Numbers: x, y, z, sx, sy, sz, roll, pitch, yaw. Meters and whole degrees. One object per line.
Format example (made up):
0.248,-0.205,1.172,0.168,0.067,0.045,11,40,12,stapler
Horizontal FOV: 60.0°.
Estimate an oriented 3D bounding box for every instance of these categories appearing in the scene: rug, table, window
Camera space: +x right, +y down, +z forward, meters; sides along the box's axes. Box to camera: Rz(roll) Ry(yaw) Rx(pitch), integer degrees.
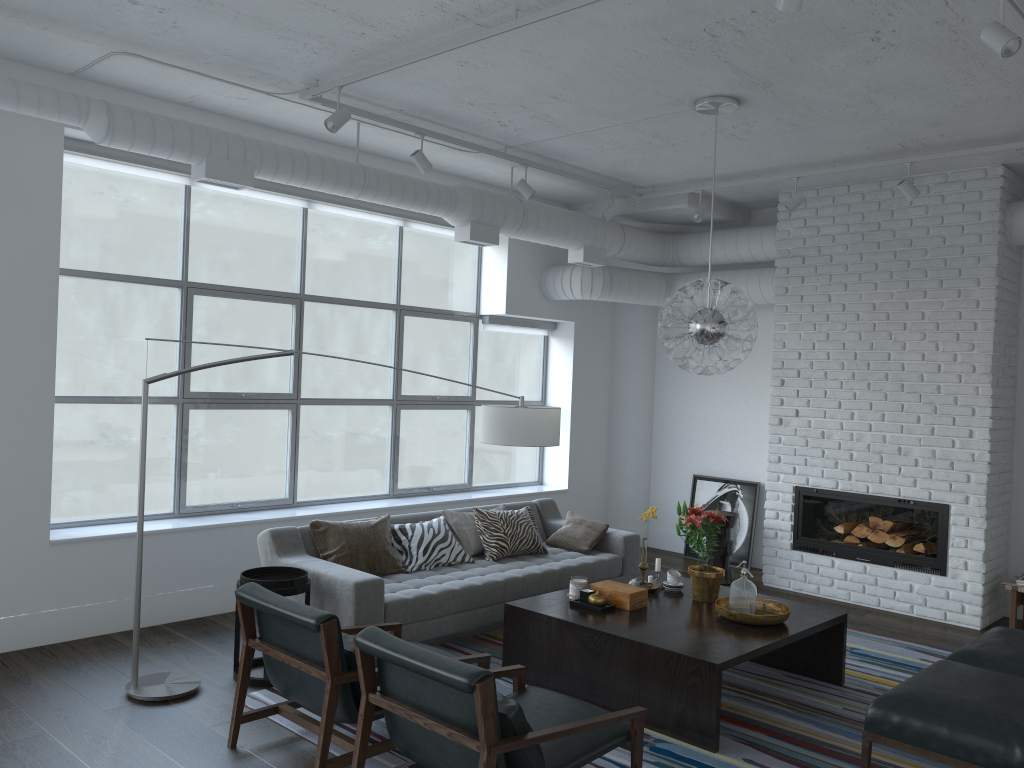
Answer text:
0.926,1.619,4.737,2.735,0.012,3.760,3,1,44,rug
1.714,1.344,7.324,0.282,0.558,0.281,3,1,22,table
3.691,1.557,6.031,0.605,0.345,0.405,3,1,44,table
-1.242,-0.246,6.894,0.107,2.340,4.566,3,1,44,window
-1.265,1.267,4.684,0.379,0.536,0.379,2,1,-29,table
0.893,1.414,4.825,1.306,0.394,1.362,3,1,44,table

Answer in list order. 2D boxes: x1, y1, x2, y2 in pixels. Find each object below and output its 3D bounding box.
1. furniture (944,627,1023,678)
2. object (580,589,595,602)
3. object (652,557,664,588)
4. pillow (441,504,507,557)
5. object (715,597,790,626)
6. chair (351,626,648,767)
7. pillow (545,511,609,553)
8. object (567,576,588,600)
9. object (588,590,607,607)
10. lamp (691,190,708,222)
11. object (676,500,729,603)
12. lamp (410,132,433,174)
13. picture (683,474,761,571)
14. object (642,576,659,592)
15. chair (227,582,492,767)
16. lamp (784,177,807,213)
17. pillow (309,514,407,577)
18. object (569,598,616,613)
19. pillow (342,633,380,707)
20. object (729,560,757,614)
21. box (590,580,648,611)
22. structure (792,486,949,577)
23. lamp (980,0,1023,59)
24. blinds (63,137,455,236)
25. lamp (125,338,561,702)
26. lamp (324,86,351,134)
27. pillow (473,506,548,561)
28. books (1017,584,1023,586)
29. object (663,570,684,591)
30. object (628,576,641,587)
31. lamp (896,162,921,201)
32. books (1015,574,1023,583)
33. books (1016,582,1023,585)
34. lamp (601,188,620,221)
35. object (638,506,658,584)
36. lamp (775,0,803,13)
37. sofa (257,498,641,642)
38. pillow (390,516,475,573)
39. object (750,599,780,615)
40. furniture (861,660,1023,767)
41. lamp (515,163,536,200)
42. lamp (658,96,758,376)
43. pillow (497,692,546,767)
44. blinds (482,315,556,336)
2.431,1.450,4.135,0.584,0.478,0.828,3,1,44,furniture
0.409,1.152,4.824,0.058,0.055,0.058,3,1,44,object
0.875,1.126,5.321,0.098,0.174,0.098,3,1,38,object
-0.185,1.026,6.166,0.254,0.318,0.663,3,1,44,pillow
1.262,1.198,4.662,0.383,0.068,0.383,2,0,-4,object
-0.024,1.249,3.322,0.678,0.698,0.983,3,1,44,chair
0.469,1.083,6.430,0.236,0.261,0.427,2,1,-45,pillow
0.371,1.137,4.935,0.106,0.116,0.117,3,1,23,object
0.458,1.143,4.749,0.103,0.077,0.103,2,1,15,object
1.473,-1.408,6.952,0.095,0.285,0.154,3,1,42,lamp
1.066,0.944,5.014,0.284,0.558,0.275,2,0,6,object
-0.573,-1.479,5.630,0.154,0.285,0.087,2,1,-37,lamp
1.904,1.247,8.082,0.686,0.775,0.130,3,1,44,picture
0.807,1.162,5.171,0.102,0.098,0.102,2,0,-7,object
-0.633,1.219,3.904,0.678,0.698,0.983,3,1,44,chair
2.050,-1.380,6.404,0.154,0.285,0.090,2,1,12,lamp
-0.942,0.995,5.370,0.597,0.338,0.298,2,1,-37,pillow
0.433,1.187,4.771,0.214,0.023,0.130,3,1,44,object
-0.770,1.168,3.766,0.612,0.293,0.246,3,1,44,pillow
1.237,1.085,4.738,0.143,0.288,0.143,2,1,15,object
0.583,1.157,4.865,0.294,0.093,0.169,3,1,44,box
2.881,1.127,6.903,1.168,0.578,0.675,3,1,44,structure
1.838,-1.362,3.334,0.100,0.285,0.154,2,1,-23,lamp
-1.473,-1.356,6.501,0.086,0.130,3.613,3,1,44,blinds
-0.817,0.681,4.619,2.162,1.738,0.432,2,1,-12,lamp
-0.939,-1.486,4.774,0.095,0.285,0.154,3,1,37,lamp
-0.014,1.009,6.099,0.576,0.340,0.271,2,1,-42,pillow
3.614,1.378,6.109,0.172,0.011,0.273,3,1,43,books
0.956,1.159,5.237,0.124,0.113,0.121,2,1,-27,object
0.736,1.174,5.258,0.069,0.078,0.124,3,1,26,object
2.620,-1.352,5.860,0.154,0.285,0.097,2,0,-6,lamp
3.611,1.353,6.112,0.202,0.019,0.280,3,1,42,books
3.605,1.367,6.104,0.171,0.011,0.306,3,1,43,books
0.786,-1.436,7.048,0.154,0.285,0.087,2,0,3,lamp
0.818,0.974,5.353,0.120,0.470,0.121,2,1,-31,object
0.946,-1.395,2.974,0.088,0.285,0.154,2,0,-1,lamp
-0.295,1.223,5.810,0.991,0.684,2.541,3,1,44,sofa
-0.546,1.039,5.724,0.346,0.283,0.578,3,1,44,pillow
1.319,1.186,4.633,0.195,0.089,0.085,2,1,-37,object
1.844,1.432,3.519,0.583,0.476,0.827,3,1,44,furniture
0.097,-1.458,6.340,0.154,0.285,0.087,2,0,-2,lamp
1.132,-0.823,5.038,0.552,1.546,0.552,3,1,31,lamp
-0.161,1.197,3.184,0.612,0.293,0.246,3,1,44,pillow
0.074,-0.535,8.164,0.086,0.130,0.903,3,1,44,blinds
